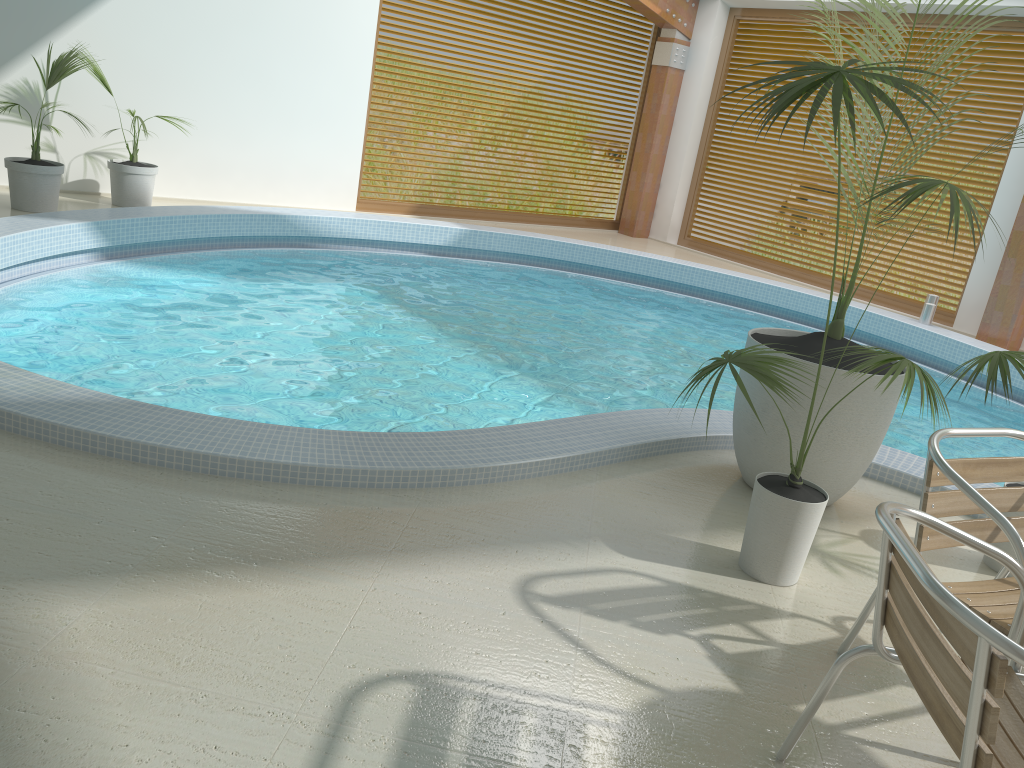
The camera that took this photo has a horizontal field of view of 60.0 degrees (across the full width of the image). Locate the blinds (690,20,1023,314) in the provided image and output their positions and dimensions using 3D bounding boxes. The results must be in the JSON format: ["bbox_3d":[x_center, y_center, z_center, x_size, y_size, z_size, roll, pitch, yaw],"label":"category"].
[{"bbox_3d":[3.864,-2.628,10.270,0.095,2.921,4.200,-4,22,-38],"label":"blinds"}]

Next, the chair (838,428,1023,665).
[{"bbox_3d":[1.409,0.562,2.468,0.618,0.727,0.563,1,19,-27],"label":"chair"}]

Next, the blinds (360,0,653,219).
[{"bbox_3d":[0.043,-4.055,10.757,4.500,4.025,0.099,-4,22,-38],"label":"blinds"}]

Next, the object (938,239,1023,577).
[{"bbox_3d":[2.199,-0.060,3.280,1.059,1.695,0.791,23,21,35],"label":"object"}]

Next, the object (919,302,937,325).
[{"bbox_3d":[3.999,-0.679,8.526,0.115,0.204,0.115,10,17,0],"label":"object"}]

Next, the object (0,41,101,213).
[{"bbox_3d":[-3.559,-1.979,6.786,0.822,1.310,1.067,10,17,-1],"label":"object"}]

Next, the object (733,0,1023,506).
[{"bbox_3d":[1.602,-0.871,3.367,2.979,2.960,2.729,3,19,-22],"label":"object"}]

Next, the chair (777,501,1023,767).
[{"bbox_3d":[0.957,0.693,1.792,0.563,0.727,0.618,11,17,2],"label":"chair"}]

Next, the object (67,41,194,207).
[{"bbox_3d":[-3.225,-2.165,7.566,1.067,1.310,0.822,1,19,-27],"label":"object"}]

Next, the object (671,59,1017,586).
[{"bbox_3d":[0.995,-0.124,2.803,1.059,1.695,0.791,9,17,-4],"label":"object"}]

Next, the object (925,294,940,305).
[{"bbox_3d":[4.167,-0.732,8.865,0.115,0.320,0.115,13,17,8],"label":"object"}]
